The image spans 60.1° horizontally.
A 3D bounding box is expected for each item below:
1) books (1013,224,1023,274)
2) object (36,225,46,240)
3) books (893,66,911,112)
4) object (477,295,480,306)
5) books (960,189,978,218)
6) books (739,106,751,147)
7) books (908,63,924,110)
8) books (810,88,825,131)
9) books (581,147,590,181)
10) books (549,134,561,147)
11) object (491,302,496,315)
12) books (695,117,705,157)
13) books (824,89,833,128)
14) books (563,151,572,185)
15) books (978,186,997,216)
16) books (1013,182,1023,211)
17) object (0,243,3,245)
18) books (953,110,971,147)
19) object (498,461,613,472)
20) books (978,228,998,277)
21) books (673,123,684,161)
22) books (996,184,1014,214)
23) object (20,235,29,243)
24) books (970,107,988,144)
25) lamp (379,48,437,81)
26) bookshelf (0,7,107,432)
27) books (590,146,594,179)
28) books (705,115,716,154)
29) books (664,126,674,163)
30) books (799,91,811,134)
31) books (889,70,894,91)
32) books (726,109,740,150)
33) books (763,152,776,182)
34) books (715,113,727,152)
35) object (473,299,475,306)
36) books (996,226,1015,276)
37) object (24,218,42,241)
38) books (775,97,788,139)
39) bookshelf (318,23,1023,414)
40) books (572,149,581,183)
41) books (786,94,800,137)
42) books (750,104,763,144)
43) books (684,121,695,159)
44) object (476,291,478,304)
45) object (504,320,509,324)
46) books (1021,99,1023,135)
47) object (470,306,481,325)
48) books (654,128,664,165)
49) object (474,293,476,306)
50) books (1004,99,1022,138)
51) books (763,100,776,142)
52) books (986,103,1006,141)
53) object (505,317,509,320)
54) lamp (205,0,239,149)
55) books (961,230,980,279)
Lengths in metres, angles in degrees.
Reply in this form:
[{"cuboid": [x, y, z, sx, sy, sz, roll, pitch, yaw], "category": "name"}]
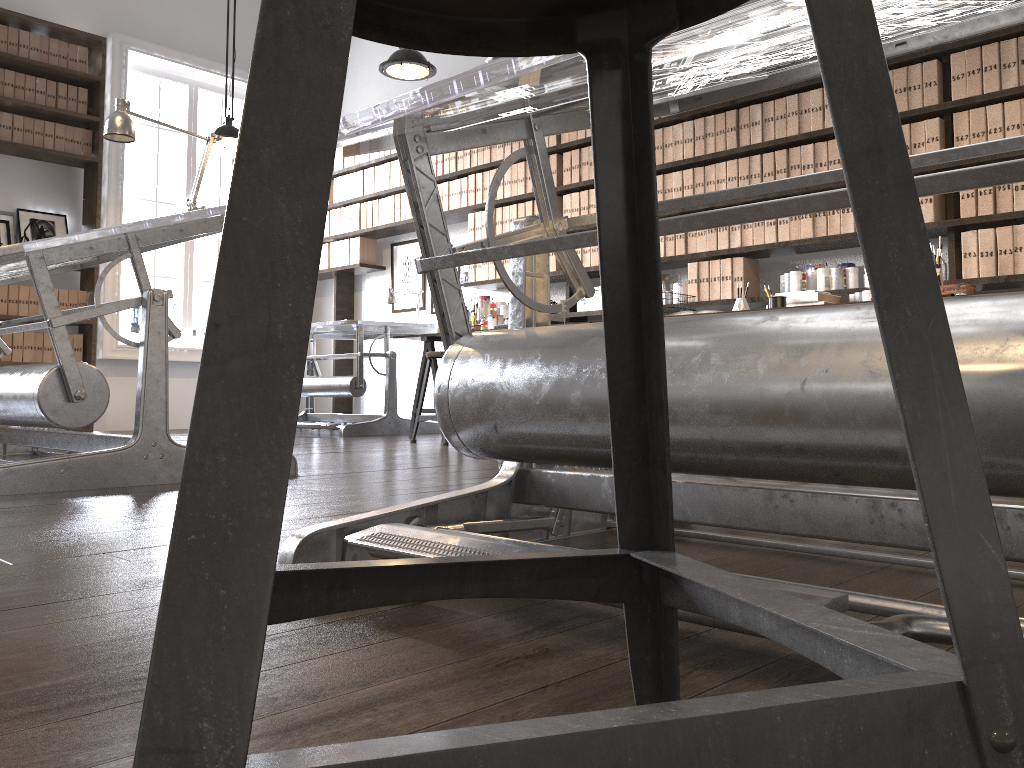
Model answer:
[{"cuboid": [2.266, -0.577, 3.895, 0.066, 0.226, 0.174, -3, -4, 44], "category": "books"}, {"cuboid": [-3.434, -1.027, 6.460, 0.040, 0.263, 0.110, -4, -5, 44], "category": "object"}, {"cuboid": [1.915, -1.397, 4.285, 0.067, 0.226, 0.174, -3, -4, 44], "category": "books"}, {"cuboid": [-0.238, -0.499, 5.959, 0.055, 0.193, 0.006, -3, -5, 43], "category": "object"}, {"cuboid": [2.117, -0.852, 4.060, 0.066, 0.226, 0.174, -3, -4, 44], "category": "books"}, {"cuboid": [1.322, -1.389, 4.866, 0.066, 0.226, 0.174, -3, -4, 44], "category": "books"}, {"cuboid": [1.963, -1.397, 4.244, 0.066, 0.226, 0.174, -3, -4, 44], "category": "books"}, {"cuboid": [1.614, -1.393, 4.579, 0.066, 0.226, 0.174, -3, -4, 44], "category": "books"}, {"cuboid": [0.521, -1.378, 5.640, 0.066, 0.226, 0.174, -3, -4, 44], "category": "books"}, {"cuboid": [0.327, -1.651, 5.839, 0.067, 0.226, 0.174, -3, -4, 44], "category": "books"}, {"cuboid": [-0.130, -0.510, 6.246, 0.050, 0.140, 0.051, -3, -5, 42], "category": "object"}, {"cuboid": [1.118, -1.386, 5.054, 0.067, 0.226, 0.174, -3, -4, 44], "category": "books"}, {"cuboid": [1.665, -1.393, 4.528, 0.067, 0.226, 0.174, -3, -4, 44], "category": "books"}, {"cuboid": [0.414, -1.377, 5.743, 0.066, 0.226, 0.174, -3, -4, 44], "category": "books"}, {"cuboid": [2.167, -0.853, 4.005, 0.067, 0.226, 0.174, -3, -4, 44], "category": "books"}, {"cuboid": [2.272, -0.855, 3.904, 0.066, 0.226, 0.174, -3, -4, 44], "category": "books"}, {"cuboid": [-3.632, -1.031, 6.204, 0.040, 0.261, 0.124, -4, -5, 44], "category": "object"}, {"cuboid": [2.106, -1.128, 4.091, 0.066, 0.226, 0.174, -3, -4, 44], "category": "books"}, {"cuboid": [0.098, 0.103, 1.954, 0.353, 0.379, 0.352, 1, -3, -24], "category": "object"}, {"cuboid": [2.165, -0.576, 3.986, 0.066, 0.226, 0.174, -3, -4, 44], "category": "books"}, {"cuboid": [1.016, -1.385, 5.157, 0.066, 0.226, 0.174, -3, -4, 44], "category": "books"}, {"cuboid": [2.224, -0.854, 3.957, 0.066, 0.226, 0.174, -3, -4, 44], "category": "books"}, {"cuboid": [-3.479, -0.981, 6.320, 0.040, 0.166, 0.066, -3, -5, 44], "category": "object"}, {"cuboid": [2.155, -1.128, 4.042, 0.066, 0.226, 0.174, -3, -4, 44], "category": "books"}, {"cuboid": [-0.562, -2.815, 4.864, 0.310, 2.260, 0.312, -2, -4, 24], "category": "lamp"}, {"cuboid": [-4.109, -0.795, 5.899, 0.412, 3.736, 2.469, -4, -5, 44], "category": "bookshelf"}, {"cuboid": [0.569, -1.379, 5.587, 0.066, 0.226, 0.174, -3, -4, 44], "category": "books"}, {"cuboid": [1.166, -1.387, 5.013, 0.066, 0.226, 0.174, -3, -4, 44], "category": "books"}, {"cuboid": [0.969, -1.384, 5.208, 0.066, 0.226, 0.174, -3, -4, 44], "category": "books"}, {"cuboid": [1.570, -1.392, 4.624, 0.066, 0.226, 0.174, -3, -4, 44], "category": "books"}, {"cuboid": [1.867, -1.396, 4.331, 0.066, 0.226, 0.174, -3, -4, 44], "category": "books"}, {"cuboid": [1.264, -1.388, 4.914, 0.067, 0.226, 0.174, -3, -4, 44], "category": "books"}, {"cuboid": [1.420, -1.112, 4.753, 0.066, 0.226, 0.174, -3, -4, 44], "category": "books"}, {"cuboid": [1.215, -1.387, 4.970, 0.066, 0.226, 0.174, -3, -4, 44], "category": "books"}, {"cuboid": [-0.262, -0.489, 5.968, 0.022, 0.181, 0.005, 2, -4, -23], "category": "object"}, {"cuboid": [2.217, -0.576, 3.935, 0.067, 0.226, 0.174, -3, -4, 44], "category": "books"}, {"cuboid": [-3.462, -1.049, 6.393, 0.040, 0.305, 0.118, -4, -5, 44], "category": "object"}, {"cuboid": [1.475, -1.391, 4.718, 0.066, 0.226, 0.174, -3, -4, 44], "category": "books"}, {"cuboid": [1.501, -0.545, 4.750, 9.166, 3.217, 0.373, -1, -4, 44], "category": "bookshelf"}, {"cuboid": [0.463, -1.378, 5.688, 0.067, 0.226, 0.174, -3, -4, 44], "category": "books"}, {"cuboid": [1.519, -1.391, 4.667, 0.067, 0.226, 0.174, -3, -4, 44], "category": "books"}, {"cuboid": [1.370, -1.390, 4.814, 0.066, 0.226, 0.174, -3, -4, 44], "category": "books"}, {"cuboid": [1.066, -1.386, 5.104, 0.066, 0.226, 0.174, -3, -4, 44], "category": "books"}, {"cuboid": [-0.238, -0.513, 5.972, 0.021, 0.229, 0.007, 3, -5, -34], "category": "object"}, {"cuboid": [-0.019, -0.364, 5.748, 0.062, 0.095, 0.061, 0, -3, -6], "category": "object"}, {"cuboid": [2.302, -1.130, 3.899, 0.066, 0.226, 0.174, -3, -4, 44], "category": "books"}, {"cuboid": [-0.123, -0.468, 6.017, 0.344, 0.146, 0.077, 1, -3, -23], "category": "object"}, {"cuboid": [0.917, -1.384, 5.255, 0.066, 0.226, 0.174, -3, -4, 44], "category": "books"}, {"cuboid": [-0.251, -0.505, 5.952, 0.007, 0.215, 0.054, 1, -4, -11], "category": "object"}, {"cuboid": [2.256, -1.130, 3.941, 0.066, 0.226, 0.174, -3, -4, 44], "category": "books"}, {"cuboid": [1.424, -1.390, 4.767, 0.066, 0.226, 0.174, -3, -4, 44], "category": "books"}, {"cuboid": [2.202, -1.129, 3.990, 0.067, 0.226, 0.174, -3, -4, 44], "category": "books"}, {"cuboid": [0.001, -0.375, 5.859, 0.094, 0.128, 0.094, 3, -4, -42], "category": "object"}, {"cuboid": [-1.964, -2.797, 6.212, 0.310, 2.260, 0.312, -2, -4, 24], "category": "lamp"}, {"cuboid": [2.116, -0.575, 4.038, 0.066, 0.226, 0.174, -3, -4, 44], "category": "books"}]
